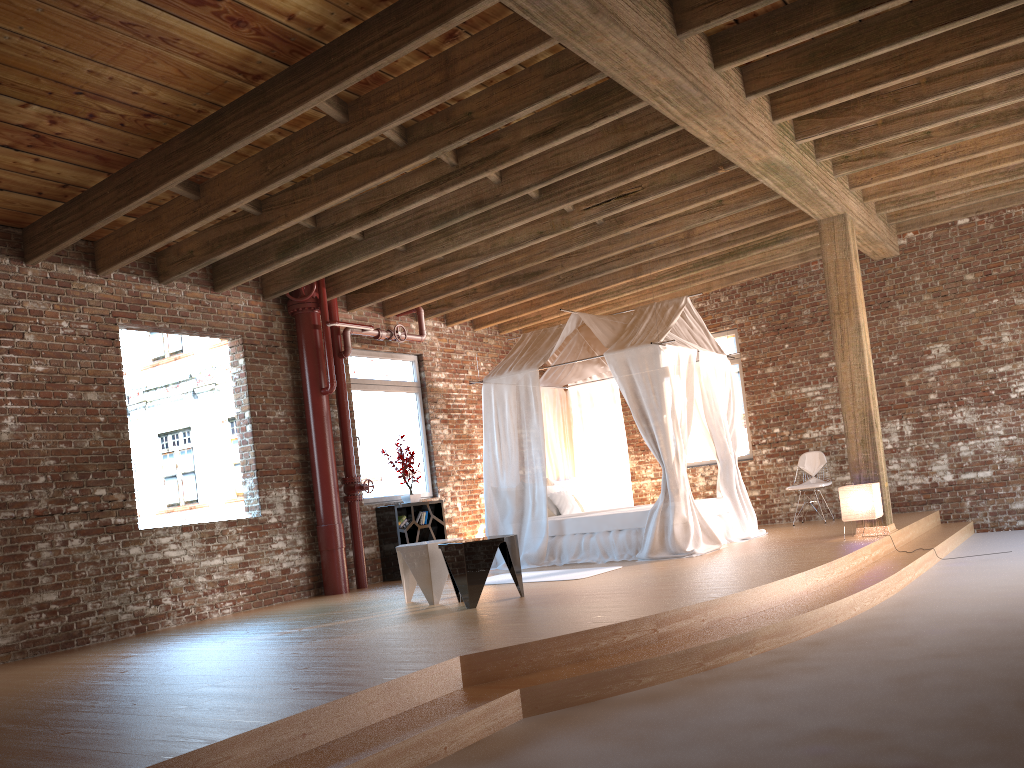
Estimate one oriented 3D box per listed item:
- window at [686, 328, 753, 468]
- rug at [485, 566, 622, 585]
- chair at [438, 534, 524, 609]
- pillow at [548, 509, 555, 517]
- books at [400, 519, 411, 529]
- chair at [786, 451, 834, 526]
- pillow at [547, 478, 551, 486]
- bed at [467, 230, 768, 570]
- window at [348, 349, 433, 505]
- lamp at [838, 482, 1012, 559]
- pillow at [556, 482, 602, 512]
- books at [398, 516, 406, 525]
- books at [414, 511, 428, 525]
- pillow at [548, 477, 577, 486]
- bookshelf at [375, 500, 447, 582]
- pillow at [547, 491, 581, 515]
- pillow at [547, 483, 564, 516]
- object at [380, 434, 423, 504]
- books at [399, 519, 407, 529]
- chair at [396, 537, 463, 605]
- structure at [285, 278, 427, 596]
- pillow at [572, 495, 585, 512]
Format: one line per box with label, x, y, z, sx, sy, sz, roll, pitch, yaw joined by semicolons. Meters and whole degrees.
window;2.660;0.235;12.309;1.308;1.842;0.173;-9;-3;33
rug;0.252;1.811;8.325;1.426;0.007;0.870;-12;-9;34
chair;-0.233;1.433;6.761;0.622;0.488;0.534;-6;-5;-13
pillow;0.181;1.366;9.922;0.356;0.413;0.618;-9;-6;31
books;-1.247;1.604;10.049;0.133;0.113;0.158;-10;-6;33
chair;3.745;1.295;11.071;0.534;0.894;0.579;-9;-4;33
pillow;0.340;1.371;10.521;0.207;0.492;0.638;-9;-5;33
bed;1.053;-0.007;10.014;2.653;3.868;2.521;-9;-4;33
window;-1.475;0.503;10.500;0.167;1.842;1.358;-8;-4;34
lamp;3.788;1.237;8.132;1.378;0.778;0.363;-10;-4;25
pillow;0.847;1.411;10.918;0.291;0.431;0.635;-9;-6;34
books;-1.293;1.554;9.991;0.133;0.109;0.156;-10;-6;33
books;-1.095;1.569;10.282;0.133;0.165;0.246;-10;-6;33
pillow;0.682;1.400;11.024;0.207;0.496;0.638;-9;-5;34
bookshelf;-1.144;1.813;10.283;0.291;0.842;0.864;-9;-5;34
pillow;0.611;1.385;10.254;0.213;0.290;0.390;-10;-6;42
pillow;0.510;1.353;10.417;0.347;0.401;0.617;-9;-6;31
object;-1.265;0.976;10.251;0.395;0.837;0.419;-8;-4;29
books;-1.281;1.590;10.001;0.133;0.109;0.156;-10;-6;33
chair;-0.652;1.555;7.321;0.536;0.488;0.619;-7;-5;-3
structure;-1.545;0.473;9.742;0.574;3.452;2.017;-8;-4;33
pillow;0.723;1.424;10.475;0.161;0.233;0.291;-9;-6;32
